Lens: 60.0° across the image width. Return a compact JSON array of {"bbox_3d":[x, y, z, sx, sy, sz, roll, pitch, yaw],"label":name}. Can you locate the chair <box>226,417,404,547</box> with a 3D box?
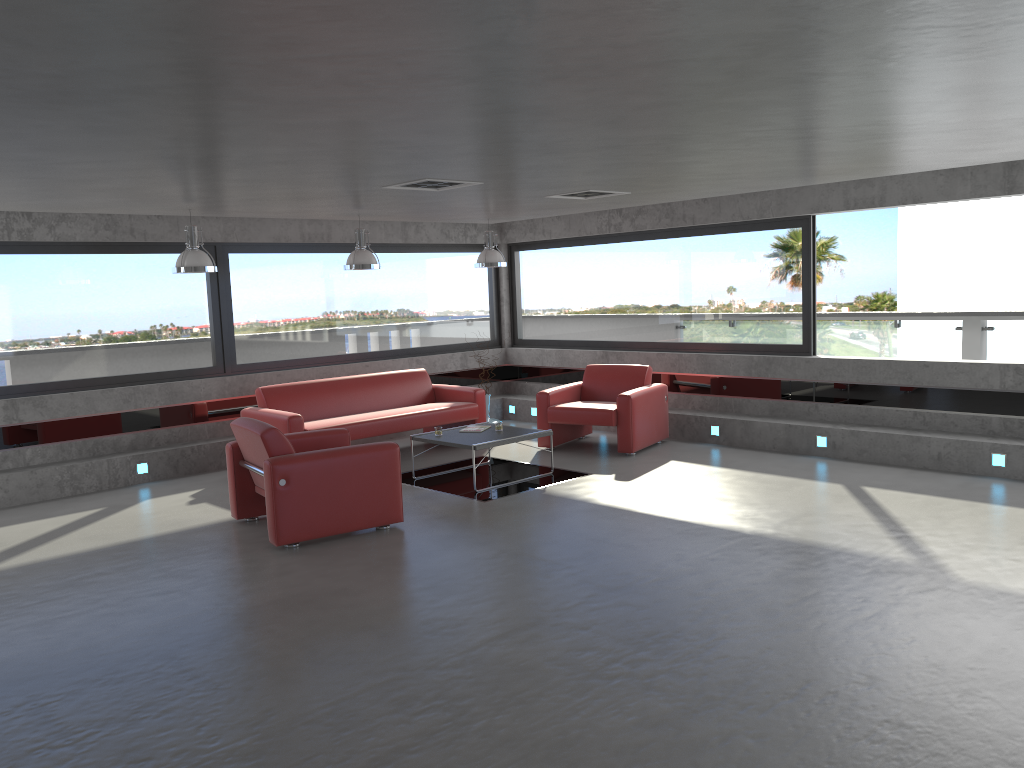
[{"bbox_3d":[-1.570,0.661,7.123,1.130,0.854,1.196,-6,7,-33],"label":"chair"}]

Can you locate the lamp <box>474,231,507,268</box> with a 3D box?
[{"bbox_3d":[-0.263,-1.591,10.454,0.388,0.422,0.389,2,8,36],"label":"lamp"}]

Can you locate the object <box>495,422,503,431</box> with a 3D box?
[{"bbox_3d":[-0.129,0.423,8.815,0.079,0.077,0.079,-7,8,-35],"label":"object"}]

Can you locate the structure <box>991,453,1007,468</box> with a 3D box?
[{"bbox_3d":[4.265,0.668,7.771,0.004,0.123,0.123,-8,8,-43],"label":"structure"}]

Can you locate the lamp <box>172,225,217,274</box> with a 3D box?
[{"bbox_3d":[-2.883,-1.220,8.014,0.388,0.422,0.389,-8,8,-43],"label":"lamp"}]

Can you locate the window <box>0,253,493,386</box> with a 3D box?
[{"bbox_3d":[-3.118,-0.873,10.170,7.800,1.364,0.003,-8,8,-43],"label":"window"}]

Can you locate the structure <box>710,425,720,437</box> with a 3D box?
[{"bbox_3d":[2.267,0.521,9.894,0.004,0.123,0.123,-8,8,-43],"label":"structure"}]

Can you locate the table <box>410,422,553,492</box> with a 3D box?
[{"bbox_3d":[-0.292,0.690,8.683,1.018,0.436,0.994,-8,8,-43],"label":"table"}]

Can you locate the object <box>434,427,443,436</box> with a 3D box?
[{"bbox_3d":[-0.718,0.463,8.673,0.079,0.077,0.079,1,7,30],"label":"object"}]

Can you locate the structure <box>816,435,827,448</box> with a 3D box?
[{"bbox_3d":[3.133,0.585,8.974,0.004,0.123,0.123,-8,8,-43],"label":"structure"}]

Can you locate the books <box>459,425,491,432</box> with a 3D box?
[{"bbox_3d":[-0.369,0.448,8.935,0.228,0.022,0.326,0,6,17],"label":"books"}]

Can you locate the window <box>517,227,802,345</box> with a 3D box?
[{"bbox_3d":[1.612,-1.177,11.192,0.003,1.364,4.583,-8,8,-43],"label":"window"}]

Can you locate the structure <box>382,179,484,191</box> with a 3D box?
[{"bbox_3d":[-0.620,-1.654,6.855,0.563,0.240,0.563,-8,8,-43],"label":"structure"}]

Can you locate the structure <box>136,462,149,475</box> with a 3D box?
[{"bbox_3d":[-3.765,0.861,9.036,0.123,0.123,0.004,-8,8,-43],"label":"structure"}]

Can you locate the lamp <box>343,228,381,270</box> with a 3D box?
[{"bbox_3d":[-1.573,-1.405,9.234,0.388,0.422,0.389,-8,8,-43],"label":"lamp"}]

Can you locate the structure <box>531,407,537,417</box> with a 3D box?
[{"bbox_3d":[0.299,0.375,11.984,0.004,0.123,0.123,-8,8,-43],"label":"structure"}]

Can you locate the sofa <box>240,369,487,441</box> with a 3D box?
[{"bbox_3d":[-1.572,0.357,9.936,2.626,0.854,1.120,-8,8,-43],"label":"sofa"}]

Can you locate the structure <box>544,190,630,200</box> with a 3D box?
[{"bbox_3d":[0.682,-1.838,8.068,0.563,0.240,0.563,-8,8,-43],"label":"structure"}]

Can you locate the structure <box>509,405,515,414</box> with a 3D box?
[{"bbox_3d":[0.002,0.353,12.300,0.004,0.123,0.123,-8,8,-43],"label":"structure"}]

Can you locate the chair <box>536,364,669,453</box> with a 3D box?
[{"bbox_3d":[1.010,0.244,10.002,1.196,0.854,1.130,1,7,32],"label":"chair"}]

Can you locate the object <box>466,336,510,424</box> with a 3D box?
[{"bbox_3d":[-0.342,-0.058,11.628,0.466,1.289,0.531,-6,7,-30],"label":"object"}]
